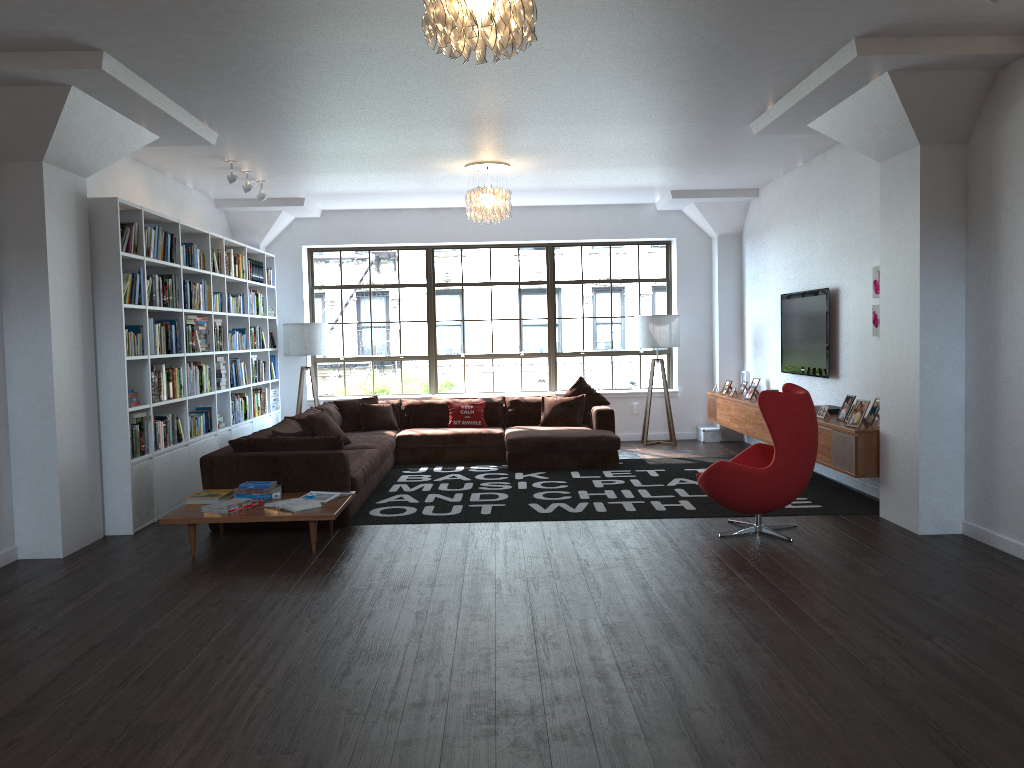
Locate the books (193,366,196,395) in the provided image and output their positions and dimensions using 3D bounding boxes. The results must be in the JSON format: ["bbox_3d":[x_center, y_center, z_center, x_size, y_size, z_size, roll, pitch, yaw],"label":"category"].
[{"bbox_3d":[-2.898,-0.028,7.853,0.183,0.253,0.034,-1,3,-2],"label":"books"}]

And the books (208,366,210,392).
[{"bbox_3d":[-2.913,-0.044,8.267,0.174,0.240,0.045,-1,3,-2],"label":"books"}]

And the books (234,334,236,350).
[{"bbox_3d":[-2.905,-0.428,9.140,0.107,0.167,0.016,-1,3,-1],"label":"books"}]

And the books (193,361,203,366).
[{"bbox_3d":[-2.906,-0.059,8.081,0.176,0.290,0.036,-1,3,-2],"label":"books"}]

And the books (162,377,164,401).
[{"bbox_3d":[-2.889,0.026,7.129,0.161,0.223,0.027,-1,3,-1],"label":"books"}]

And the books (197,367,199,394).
[{"bbox_3d":[-2.898,-0.029,7.932,0.171,0.246,0.057,-1,3,-2],"label":"books"}]

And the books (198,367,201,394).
[{"bbox_3d":[-2.906,-0.030,8.009,0.174,0.240,0.045,-1,3,-2],"label":"books"}]

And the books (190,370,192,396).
[{"bbox_3d":[-2.888,-0.009,7.772,0.161,0.223,0.026,-1,3,-2],"label":"books"}]

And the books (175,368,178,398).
[{"bbox_3d":[-2.890,-0.004,7.410,0.183,0.253,0.034,-1,3,-1],"label":"books"}]

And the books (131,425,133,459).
[{"bbox_3d":[-2.870,0.425,6.504,0.160,0.251,0.031,-1,3,-1],"label":"books"}]

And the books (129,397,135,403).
[{"bbox_3d":[-2.901,0.117,6.579,0.197,0.033,0.284,-3,3,-26],"label":"books"}]

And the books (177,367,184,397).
[{"bbox_3d":[-2.893,-0.012,7.546,0.183,0.253,0.034,-1,3,-1],"label":"books"}]

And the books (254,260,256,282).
[{"bbox_3d":[-2.981,-1.268,9.982,0.183,0.253,0.042,-1,3,-1],"label":"books"}]

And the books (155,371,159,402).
[{"bbox_3d":[-2.891,0.022,7.039,0.159,0.241,0.038,-1,3,-1],"label":"books"}]

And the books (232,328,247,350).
[{"bbox_3d":[-2.931,-0.482,9.540,0.140,0.231,0.042,-1,3,-1],"label":"books"}]

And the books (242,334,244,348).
[{"bbox_3d":[-2.918,-0.445,9.457,0.120,0.167,0.020,-1,3,-1],"label":"books"}]

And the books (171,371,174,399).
[{"bbox_3d":[-2.896,0.011,7.342,0.168,0.231,0.037,-1,3,-1],"label":"books"}]

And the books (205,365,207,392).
[{"bbox_3d":[-2.902,-0.044,8.173,0.160,0.250,0.026,-1,3,-2],"label":"books"}]

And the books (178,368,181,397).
[{"bbox_3d":[-2.895,-0.009,7.517,0.160,0.250,0.026,-1,3,-1],"label":"books"}]

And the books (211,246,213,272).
[{"bbox_3d":[-2.939,-1.182,8.425,0.183,0.253,0.042,-1,3,-1],"label":"books"}]

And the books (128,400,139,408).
[{"bbox_3d":[-2.901,0.151,6.581,0.197,0.035,0.284,-2,3,-11],"label":"books"}]

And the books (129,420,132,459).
[{"bbox_3d":[-2.878,0.411,6.463,0.198,0.284,0.049,-1,3,-1],"label":"books"}]

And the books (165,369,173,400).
[{"bbox_3d":[-2.890,0.005,7.295,0.171,0.246,0.057,-1,3,-1],"label":"books"}]

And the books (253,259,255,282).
[{"bbox_3d":[-2.978,-1.265,9.938,0.183,0.253,0.042,-1,3,-1],"label":"books"}]

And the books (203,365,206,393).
[{"bbox_3d":[-2.905,-0.046,8.130,0.180,0.259,0.060,-1,3,-2],"label":"books"}]

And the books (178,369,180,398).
[{"bbox_3d":[-2.903,-0.001,7.482,0.174,0.240,0.045,-1,3,-1],"label":"books"}]

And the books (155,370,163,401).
[{"bbox_3d":[-2.889,0.017,7.086,0.171,0.246,0.057,-1,3,-1],"label":"books"}]

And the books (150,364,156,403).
[{"bbox_3d":[-2.868,-0.002,6.949,0.140,0.298,0.044,-1,3,-1],"label":"books"}]

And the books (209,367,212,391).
[{"bbox_3d":[-2.915,-0.043,8.334,0.168,0.231,0.037,-1,3,-2],"label":"books"}]

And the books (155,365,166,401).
[{"bbox_3d":[-2.893,-0.010,7.167,0.176,0.290,0.053,-1,3,-1],"label":"books"}]

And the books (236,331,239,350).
[{"bbox_3d":[-2.924,-0.449,9.254,0.136,0.196,0.045,-1,3,-1],"label":"books"}]

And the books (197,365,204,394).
[{"bbox_3d":[-2.896,-0.039,8.048,0.183,0.253,0.034,-1,3,-2],"label":"books"}]

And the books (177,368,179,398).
[{"bbox_3d":[-2.895,-0.006,7.443,0.183,0.253,0.034,-1,3,-1],"label":"books"}]

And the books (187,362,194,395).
[{"bbox_3d":[-2.898,-0.044,7.809,0.176,0.290,0.053,-1,3,-2],"label":"books"}]

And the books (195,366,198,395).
[{"bbox_3d":[-2.895,-0.030,7.887,0.183,0.253,0.034,-1,3,-2],"label":"books"}]

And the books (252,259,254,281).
[{"bbox_3d":[-2.977,-1.263,9.894,0.183,0.253,0.042,-1,3,-1],"label":"books"}]

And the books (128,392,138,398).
[{"bbox_3d":[-2.904,0.084,6.572,0.174,0.032,0.254,-2,3,-6],"label":"books"}]

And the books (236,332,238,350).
[{"bbox_3d":[-2.921,-0.444,9.213,0.139,0.191,0.036,-1,3,-1],"label":"books"}]

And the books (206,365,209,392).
[{"bbox_3d":[-2.913,-0.048,8.228,0.183,0.253,0.034,-1,3,-2],"label":"books"}]

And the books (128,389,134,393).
[{"bbox_3d":[-2.904,0.056,6.575,0.144,0.025,0.204,-2,3,-11],"label":"books"}]

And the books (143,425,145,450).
[{"bbox_3d":[-2.872,0.427,6.728,0.161,0.223,0.033,-1,3,-1],"label":"books"}]

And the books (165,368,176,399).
[{"bbox_3d":[-2.894,-0.003,7.377,0.183,0.253,0.034,-1,3,-1],"label":"books"}]

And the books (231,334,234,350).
[{"bbox_3d":[-2.910,-0.425,9.090,0.120,0.167,0.019,-1,3,-1],"label":"books"}]

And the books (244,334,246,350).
[{"bbox_3d":[-2.912,-0.448,9.508,0.107,0.167,0.017,-1,3,-1],"label":"books"}]

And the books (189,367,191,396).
[{"bbox_3d":[-2.890,-0.021,7.745,0.160,0.250,0.026,-1,3,-2],"label":"books"}]

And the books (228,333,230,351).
[{"bbox_3d":[-2.913,-0.423,8.948,0.128,0.178,0.021,-1,3,-1],"label":"books"}]

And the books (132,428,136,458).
[{"bbox_3d":[-2.861,0.437,6.536,0.161,0.223,0.032,-1,3,-1],"label":"books"}]

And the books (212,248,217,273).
[{"bbox_3d":[-2.942,-1.177,8.512,0.174,0.236,0.136,-1,3,-2],"label":"books"}]

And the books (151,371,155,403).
[{"bbox_3d":[-2.884,0.026,6.899,0.189,0.247,0.057,-1,3,-1],"label":"books"}]

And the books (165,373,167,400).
[{"bbox_3d":[-2.892,0.022,7.209,0.161,0.223,0.026,-1,3,-1],"label":"books"}]

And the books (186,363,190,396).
[{"bbox_3d":[-2.904,-0.035,7.699,0.198,0.284,0.066,-1,3,-2],"label":"books"}]

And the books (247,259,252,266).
[{"bbox_3d":[-2.982,-1.261,9.851,0.183,0.253,0.042,-1,3,-1],"label":"books"}]

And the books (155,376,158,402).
[{"bbox_3d":[-2.874,0.041,6.997,0.144,0.207,0.048,-1,3,-1],"label":"books"}]

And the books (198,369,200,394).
[{"bbox_3d":[-2.897,-0.020,7.974,0.161,0.223,0.027,-1,3,-2],"label":"books"}]

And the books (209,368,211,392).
[{"bbox_3d":[-2.903,-0.038,8.303,0.161,0.223,0.026,-1,3,-2],"label":"books"}]

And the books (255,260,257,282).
[{"bbox_3d":[-2.980,-1.270,10.025,0.183,0.253,0.042,-1,3,-1],"label":"books"}]

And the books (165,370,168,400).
[{"bbox_3d":[-2.911,0.012,7.243,0.174,0.240,0.045,-1,3,-1],"label":"books"}]

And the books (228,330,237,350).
[{"bbox_3d":[-2.925,-0.449,9.172,0.140,0.206,0.042,-1,3,-1],"label":"books"}]
